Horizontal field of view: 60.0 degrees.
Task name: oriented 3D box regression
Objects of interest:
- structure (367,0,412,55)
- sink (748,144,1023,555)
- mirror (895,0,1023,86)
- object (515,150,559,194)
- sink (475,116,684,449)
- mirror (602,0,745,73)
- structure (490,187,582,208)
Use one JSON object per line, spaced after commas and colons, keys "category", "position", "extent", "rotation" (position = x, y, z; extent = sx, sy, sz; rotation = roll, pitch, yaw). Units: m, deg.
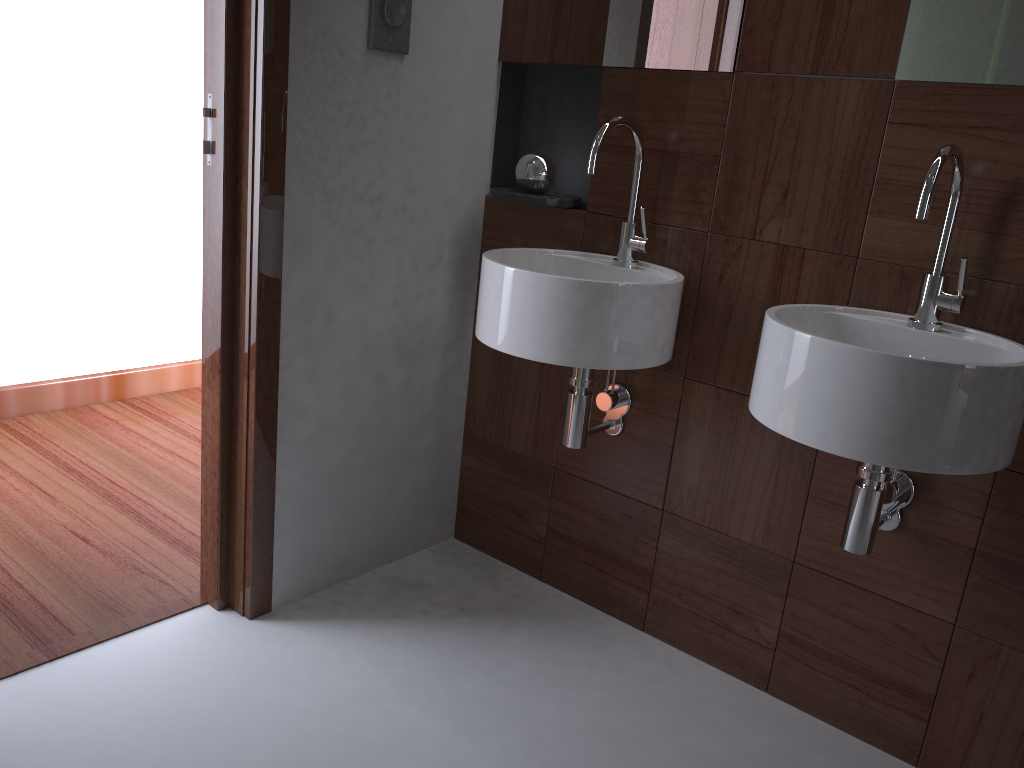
{"category": "structure", "position": [-0.252, -0.782, 1.858], "extent": [0.028, 0.164, 0.109], "rotation": [18, 20, 37]}
{"category": "sink", "position": [0.620, -0.031, 1.460], "extent": [0.415, 0.715, 0.417], "rotation": [18, 20, 37]}
{"category": "mirror", "position": [0.835, -0.805, 1.398], "extent": [0.316, 0.635, 0.010], "rotation": [18, 20, 37]}
{"category": "object", "position": [0.532, -0.345, 1.735], "extent": [1.350, 0.104, 0.104], "rotation": [18, 20, 37]}
{"category": "sink", "position": [0.141, -0.191, 1.839], "extent": [0.415, 0.715, 0.417], "rotation": [18, 20, 37]}
{"category": "mirror", "position": [0.355, -0.966, 1.778], "extent": [0.316, 0.635, 0.010], "rotation": [18, 20, 37]}
{"category": "structure", "position": [0.057, -0.449, 2.138], "extent": [0.222, 0.023, 0.220], "rotation": [6, 16, -1]}
